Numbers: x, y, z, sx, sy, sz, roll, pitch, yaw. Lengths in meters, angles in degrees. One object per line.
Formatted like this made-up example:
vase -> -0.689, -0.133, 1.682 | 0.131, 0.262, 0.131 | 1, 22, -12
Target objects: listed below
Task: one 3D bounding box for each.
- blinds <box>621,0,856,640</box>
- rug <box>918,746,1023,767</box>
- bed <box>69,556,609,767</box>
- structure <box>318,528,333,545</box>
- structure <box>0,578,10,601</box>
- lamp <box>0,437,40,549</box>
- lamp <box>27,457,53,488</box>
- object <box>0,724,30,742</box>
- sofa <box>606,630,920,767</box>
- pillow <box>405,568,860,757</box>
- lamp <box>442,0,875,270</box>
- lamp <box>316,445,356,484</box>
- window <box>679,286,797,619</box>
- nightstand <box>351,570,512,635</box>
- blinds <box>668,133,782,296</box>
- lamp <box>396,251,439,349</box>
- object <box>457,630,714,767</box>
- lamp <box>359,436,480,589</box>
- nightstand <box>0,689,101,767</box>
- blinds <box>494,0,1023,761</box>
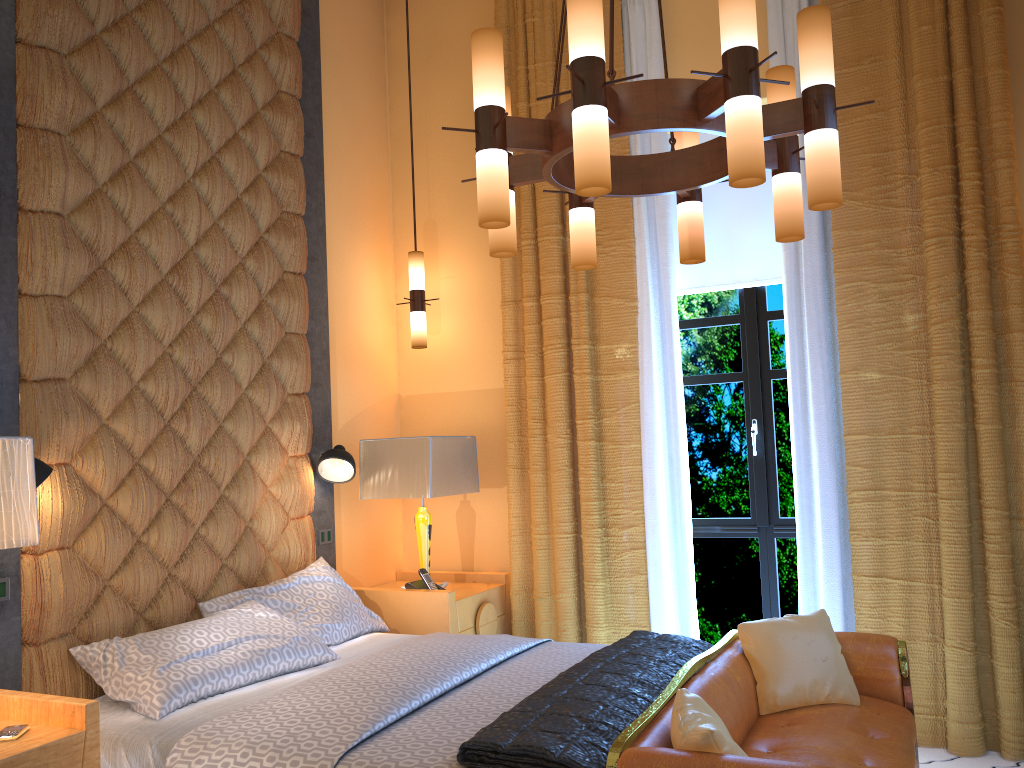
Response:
blinds -> 1.040, -0.424, 4.269 | 2.051, 4.070, 0.237 | -4, -4, 23
rug -> 0.384, 1.517, 2.603 | 3.704, 0.016, 3.390 | -5, -5, 25
bed -> -0.393, 1.138, 3.185 | 2.108, 0.823, 1.890 | -4, -5, 25
structure -> -0.926, 0.755, 4.389 | 0.016, 0.071, 0.103 | -4, -4, 25
structure -> -1.667, 0.665, 2.849 | 0.016, 0.071, 0.103 | -4, -4, 25
lamp -> -1.588, 0.547, 2.299 | 0.424, 0.801, 0.506 | -4, -4, 25
lamp -> -1.585, 0.306, 2.830 | 0.214, 0.189, 0.186 | 1, -5, -37
object -> -1.344, 0.938, 2.379 | 0.064, 0.018, 0.111 | -2, -5, -9
sofa -> 0.859, 1.183, 2.664 | 0.651, 0.639, 1.616 | -4, -5, 25
pillow -> 0.478, 1.004, 3.447 | 1.146, 0.406, 2.632 | -1, -5, -23
lamp -> 0.359, -1.518, 2.630 | 1.141, 2.166, 1.142 | 1, -5, -42
lamp -> -0.685, 0.403, 4.400 | 0.568, 0.218, 0.231 | -1, -4, -17
window -> 1.251, 0.131, 4.503 | 1.201, 2.996, 0.130 | -4, -4, 26
nightstand -> -0.435, 1.368, 4.607 | 0.720, 0.689, 0.681 | -4, -4, 25
blinds -> 1.201, -0.929, 4.554 | 1.201, 0.872, 0.013 | -4, -4, 26
lamp -> -0.521, -0.463, 4.896 | 0.199, 0.531, 0.199 | -1, -4, -19
object -> 0.329, 0.975, 2.837 | 0.405, 0.104, 1.462 | -4, -5, 25
lamp -> -0.460, 0.676, 4.543 | 0.424, 0.801, 0.506 | -4, -4, 25
nightstand -> -1.571, 1.225, 2.248 | 0.721, 0.699, 0.709 | -4, -4, 25
blinds -> 1.038, -0.453, 4.179 | 2.452, 4.141, 0.134 | -4, -4, 26
